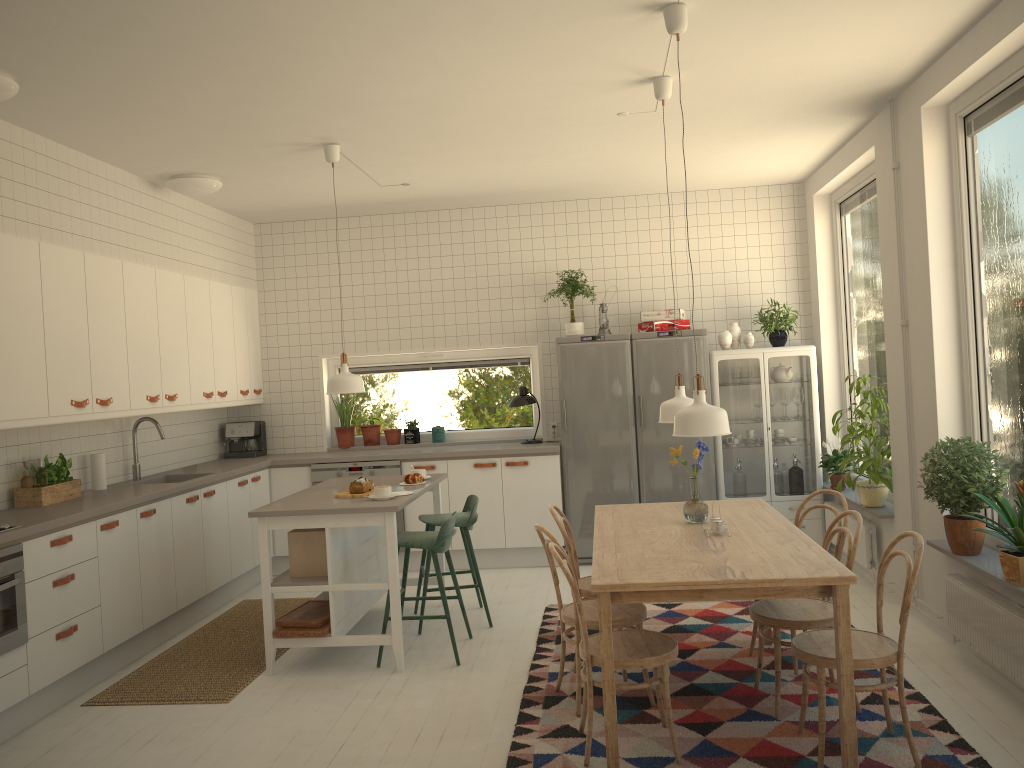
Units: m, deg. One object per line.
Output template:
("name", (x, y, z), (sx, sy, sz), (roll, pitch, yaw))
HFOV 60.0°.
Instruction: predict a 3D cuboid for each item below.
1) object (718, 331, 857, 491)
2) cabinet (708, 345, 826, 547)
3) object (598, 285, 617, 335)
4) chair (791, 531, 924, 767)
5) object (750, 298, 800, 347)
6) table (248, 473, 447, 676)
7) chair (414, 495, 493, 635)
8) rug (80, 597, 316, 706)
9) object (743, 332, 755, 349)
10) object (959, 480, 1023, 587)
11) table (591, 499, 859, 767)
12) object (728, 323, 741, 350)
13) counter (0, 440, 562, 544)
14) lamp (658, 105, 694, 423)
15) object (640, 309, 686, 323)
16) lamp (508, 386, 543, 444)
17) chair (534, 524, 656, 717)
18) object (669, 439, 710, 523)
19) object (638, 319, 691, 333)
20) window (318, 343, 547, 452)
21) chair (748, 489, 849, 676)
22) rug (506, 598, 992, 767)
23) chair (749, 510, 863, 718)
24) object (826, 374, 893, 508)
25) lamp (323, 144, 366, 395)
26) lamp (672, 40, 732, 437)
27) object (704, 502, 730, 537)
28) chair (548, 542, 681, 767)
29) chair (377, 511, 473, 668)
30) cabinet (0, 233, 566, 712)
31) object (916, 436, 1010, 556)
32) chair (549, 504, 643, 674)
("object", (2.015, 0.180, 6.547), (0.943, 1.208, 0.261), (-3, 0, 22))
("cabinet", (1.958, 0.518, 6.894), (0.789, 1.592, 0.453), (-3, 0, 6))
("object", (0.733, -0.572, 6.911), (0.163, 0.383, 0.154), (-3, 0, 29))
("chair", (1.299, 0.970, 3.330), (0.483, 0.810, 0.385), (-3, 0, 8))
("object", (2.041, -0.475, 6.862), (0.371, 0.385, 0.373), (-3, 0, 24))
("table", (-0.876, 1.060, 5.257), (0.794, 0.864, 1.424), (-3, 1, 6))
("chair", (-0.391, 1.085, 5.471), (0.446, 0.752, 0.485), (-3, 0, -9))
("rug", (-1.633, 1.533, 5.281), (0.750, 0.004, 2.000), (-3, 1, 6))
("object", (1.809, -0.333, 6.768), (0.082, 0.126, 0.082), (-3, 0, -22))
("object", (2.065, 0.604, 3.602), (0.417, 0.425, 0.487), (-3, 0, 13))
("table", (0.830, 1.028, 3.917), (0.894, 0.749, 1.798), (-3, 1, 6))
("object", (1.715, -0.369, 6.841), (0.102, 0.206, 0.102), (-3, 0, -10))
("counter", (-1.240, 0.664, 5.047), (2.856, 0.163, 4.845), (-3, 1, 6))
("lamp", (0.785, -0.613, 4.326), (0.230, 1.596, 0.229), (-3, 0, -39))
("object", (1.184, -0.531, 6.950), (0.312, 0.082, 0.308), (-3, 1, 18))
("lamp", (0.100, 0.249, 7.171), (0.239, 0.465, 0.262), (-3, 0, 35))
("chair", (0.365, 1.015, 3.991), (0.483, 0.810, 0.385), (-3, 0, -12))
("object", (0.856, 0.455, 4.153), (0.145, 0.388, 0.206), (-3, 0, -32))
("object", (1.191, -0.449, 6.947), (0.309, 0.082, 0.312), (-3, 1, -14))
("window", (-0.662, 0.114, 7.556), (1.898, 0.816, 0.293), (-3, 0, 6))
("chair", (1.422, 0.951, 4.383), (0.483, 0.810, 0.385), (-3, 0, -22))
("rug", (0.933, 1.391, 4.135), (1.748, 0.035, 3.025), (-3, 1, 6))
("chair", (1.275, 0.966, 3.837), (0.483, 0.810, 0.385), (-3, 0, 3))
("object", (2.229, 0.362, 5.597), (0.485, 0.841, 0.615), (-3, 0, -15))
("lamp", (-1.016, -0.689, 5.200), (0.229, 1.490, 0.229), (-3, 0, 6))
("lamp", (0.698, -0.598, 3.471), (0.229, 1.596, 0.230), (-3, 0, 41))
("object", (0.888, 0.582, 3.855), (0.095, 0.138, 0.155), (-3, 0, 6))
("chair", (0.406, 1.018, 3.481), (0.483, 0.810, 0.385), (-3, 0, 3))
("chair", (-0.488, 1.097, 4.860), (0.446, 0.752, 0.485), (-3, 0, 5))
("cabinet", (-1.264, 0.267, 5.046), (2.853, 2.159, 4.845), (-3, 1, 6))
("object", (2.133, 0.525, 4.209), (0.383, 0.561, 0.395), (-3, 0, 4))
("chair", (0.449, 1.004, 4.494), (0.483, 0.810, 0.385), (-3, 0, 8))
